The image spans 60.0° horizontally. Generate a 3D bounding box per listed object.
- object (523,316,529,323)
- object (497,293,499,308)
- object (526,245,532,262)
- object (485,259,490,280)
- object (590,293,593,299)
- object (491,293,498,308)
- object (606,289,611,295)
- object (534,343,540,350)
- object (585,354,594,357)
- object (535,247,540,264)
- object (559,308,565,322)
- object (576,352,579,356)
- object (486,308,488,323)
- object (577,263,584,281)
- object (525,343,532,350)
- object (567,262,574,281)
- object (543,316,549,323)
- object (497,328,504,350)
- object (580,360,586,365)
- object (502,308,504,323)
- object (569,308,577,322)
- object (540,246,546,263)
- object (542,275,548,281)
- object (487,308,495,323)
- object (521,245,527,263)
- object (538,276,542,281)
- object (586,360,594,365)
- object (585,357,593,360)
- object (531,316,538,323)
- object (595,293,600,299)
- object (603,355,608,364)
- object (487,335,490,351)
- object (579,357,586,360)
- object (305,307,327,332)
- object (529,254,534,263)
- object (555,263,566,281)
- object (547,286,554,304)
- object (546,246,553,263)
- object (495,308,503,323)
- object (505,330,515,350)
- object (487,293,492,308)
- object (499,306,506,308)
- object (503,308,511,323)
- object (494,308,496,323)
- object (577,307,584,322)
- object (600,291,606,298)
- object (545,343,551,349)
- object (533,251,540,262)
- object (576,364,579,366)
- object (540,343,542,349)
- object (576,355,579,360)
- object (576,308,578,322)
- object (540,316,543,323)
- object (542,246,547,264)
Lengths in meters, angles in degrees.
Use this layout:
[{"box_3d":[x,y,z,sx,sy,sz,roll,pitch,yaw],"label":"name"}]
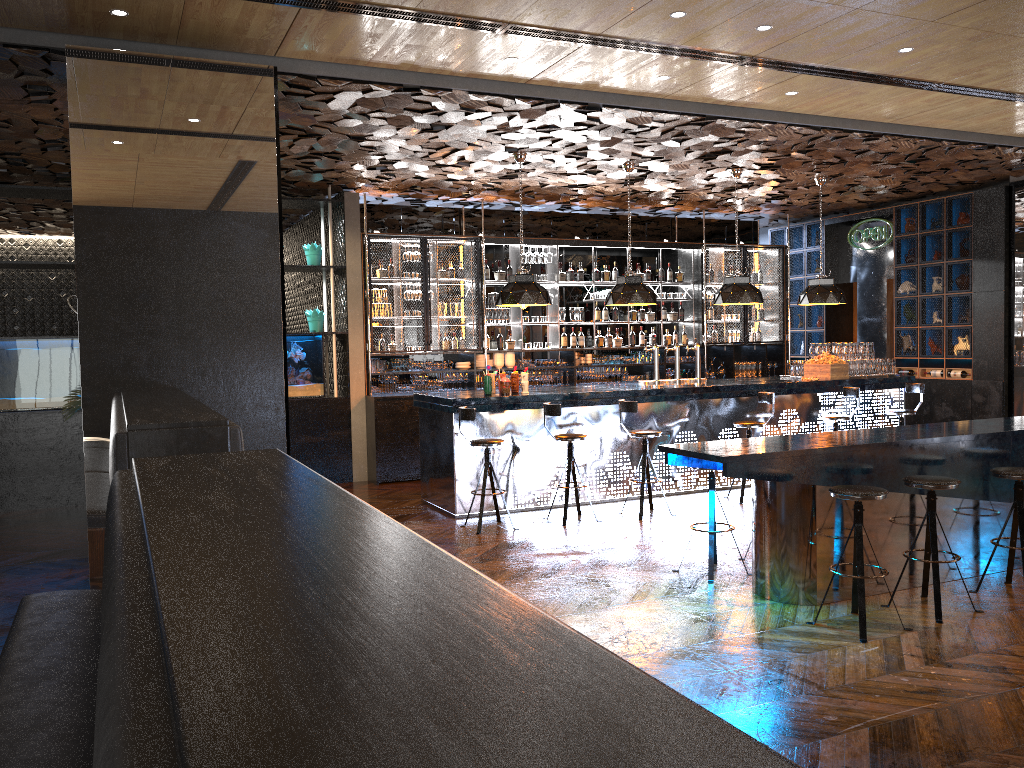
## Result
[{"box_3d":[0.190,-0.886,12.244,0.089,0.092,0.089,1,4,44],"label":"object"},{"box_3d":[-0.176,-1.141,12.165,0.105,0.209,0.105,0,3,21],"label":"object"},{"box_3d":[0.231,-1.790,12.124,0.092,0.244,0.092,0,3,27],"label":"object"},{"box_3d":[-0.348,-1.536,12.008,0.086,0.298,0.086,0,3,25],"label":"object"},{"box_3d":[1.160,-1.257,12.770,0.089,0.092,0.089,1,3,38],"label":"object"},{"box_3d":[-0.238,-1.133,12.028,0.105,0.209,0.105,0,3,21],"label":"object"},{"box_3d":[1.389,-1.309,12.726,0.089,0.092,0.089,-3,3,-28],"label":"object"},{"box_3d":[0.341,-0.522,12.239,0.089,0.092,0.089,0,3,29],"label":"object"},{"box_3d":[1.085,-0.391,12.496,0.094,0.068,0.106,-2,3,-24],"label":"object"},{"box_3d":[0.355,-1.804,12.359,0.092,0.244,0.092,0,3,27],"label":"object"},{"box_3d":[0.696,-0.963,12.395,0.105,0.209,0.105,0,3,21],"label":"object"},{"box_3d":[0.876,-0.410,12.425,0.094,0.069,0.106,-2,3,-18],"label":"object"},{"box_3d":[-0.344,-0.926,12.117,0.105,0.209,0.105,0,3,21],"label":"object"},{"box_3d":[0.973,-1.576,12.564,0.083,0.282,0.083,-2,3,-9],"label":"object"},{"box_3d":[0.227,-0.518,12.203,0.089,0.092,0.089,1,3,38],"label":"object"},{"box_3d":[0.822,-1.570,12.497,0.083,0.282,0.083,-3,4,-39],"label":"object"},{"box_3d":[0.469,-0.892,12.254,0.089,0.092,0.089,-4,4,-40],"label":"object"},{"box_3d":[-0.161,-0.607,12.066,0.086,0.297,0.086,-1,3,10],"label":"object"},{"box_3d":[0.999,-0.303,12.571,0.094,0.067,0.106,0,3,28],"label":"object"},{"box_3d":[-0.125,-0.935,12.196,0.105,0.209,0.105,0,3,21],"label":"object"},{"box_3d":[0.859,-0.971,12.498,0.105,0.209,0.105,0,3,21],"label":"object"},{"box_3d":[0.422,-1.799,12.209,0.092,0.244,0.092,0,3,27],"label":"object"},{"box_3d":[0.455,-1.461,12.255,0.089,0.092,0.089,1,3,34],"label":"object"},{"box_3d":[-0.286,-0.922,12.015,0.105,0.209,0.105,0,3,21],"label":"object"},{"box_3d":[0.164,-1.796,12.274,0.092,0.244,0.092,0,3,27],"label":"object"},{"box_3d":[0.408,-1.469,12.436,0.089,0.092,0.089,1,3,34],"label":"object"},{"box_3d":[1.089,-0.302,12.509,0.106,0.067,0.094,-3,3,-36],"label":"object"},{"box_3d":[1.084,-0.347,12.509,0.094,0.069,0.106,0,3,17],"label":"object"},{"box_3d":[0.313,-0.889,12.251,0.089,0.092,0.089,1,4,44],"label":"object"},{"box_3d":[1.206,-1.251,12.611,0.089,0.092,0.089,-1,3,2],"label":"object"},{"box_3d":[1.363,-0.353,12.847,0.100,0.125,0.100,-2,3,-11],"label":"object"},{"box_3d":[-0.348,-0.599,12.016,0.086,0.299,0.086,0,3,25],"label":"object"},{"box_3d":[1.006,-0.348,12.570,0.105,0.069,0.094,1,4,43],"label":"object"},{"box_3d":[-2.438,-0.795,10.976,0.265,0.325,0.245,-3,3,-30],"label":"object"},{"box_3d":[0.264,-1.800,12.319,0.092,0.244,0.092,0,3,27],"label":"object"},{"box_3d":[0.677,-1.561,12.434,0.123,0.279,0.123,-3,3,-35],"label":"object"},{"box_3d":[0.529,-1.231,12.279,0.092,0.244,0.092,0,3,27],"label":"object"},{"box_3d":[0.517,-1.803,12.251,0.092,0.244,0.092,0,3,27],"label":"object"},{"box_3d":[-0.178,-0.927,12.064,0.105,0.209,0.105,0,3,21],"label":"object"},{"box_3d":[-0.022,-0.603,12.141,0.123,0.279,0.123,-2,3,-10],"label":"object"},{"box_3d":[-0.288,-1.137,12.128,0.105,0.209,0.105,0,3,21],"label":"object"},{"box_3d":[-0.135,-1.138,12.084,0.105,0.209,0.105,0,3,21],"label":"object"},{"box_3d":[-0.067,-0.931,12.100,0.105,0.209,0.105,0,3,21],"label":"object"},{"box_3d":[-0.229,-0.931,12.161,0.105,0.209,0.105,0,3,21],"label":"object"},{"box_3d":[0.968,-0.975,12.520,0.105,0.209,0.105,0,3,21],"label":"object"},{"box_3d":[1.300,-1.275,12.646,0.089,0.092,0.089,0,3,18],"label":"object"},{"box_3d":[0.504,-0.531,12.350,0.089,0.092,0.089,-2,3,-13],"label":"object"},{"box_3d":[0.332,-1.795,12.168,0.092,0.244,0.092,0,3,27],"label":"object"},{"box_3d":[0.885,-0.270,12.437,0.149,0.022,0.149,1,3,35],"label":"object"},{"box_3d":[0.382,-0.529,12.365,0.089,0.092,0.089,-2,3,-13],"label":"object"},{"box_3d":[0.886,-0.367,12.431,0.107,0.070,0.094,-1,3,6],"label":"object"},{"box_3d":[0.934,-0.979,12.624,0.105,0.209,0.105,0,3,21],"label":"object"},{"box_3d":[0.437,-0.900,12.437,0.089,0.092,0.089,-4,4,-40],"label":"object"},{"box_3d":[0.449,-1.809,12.401,0.092,0.244,0.092,0,3,27],"label":"object"}]
